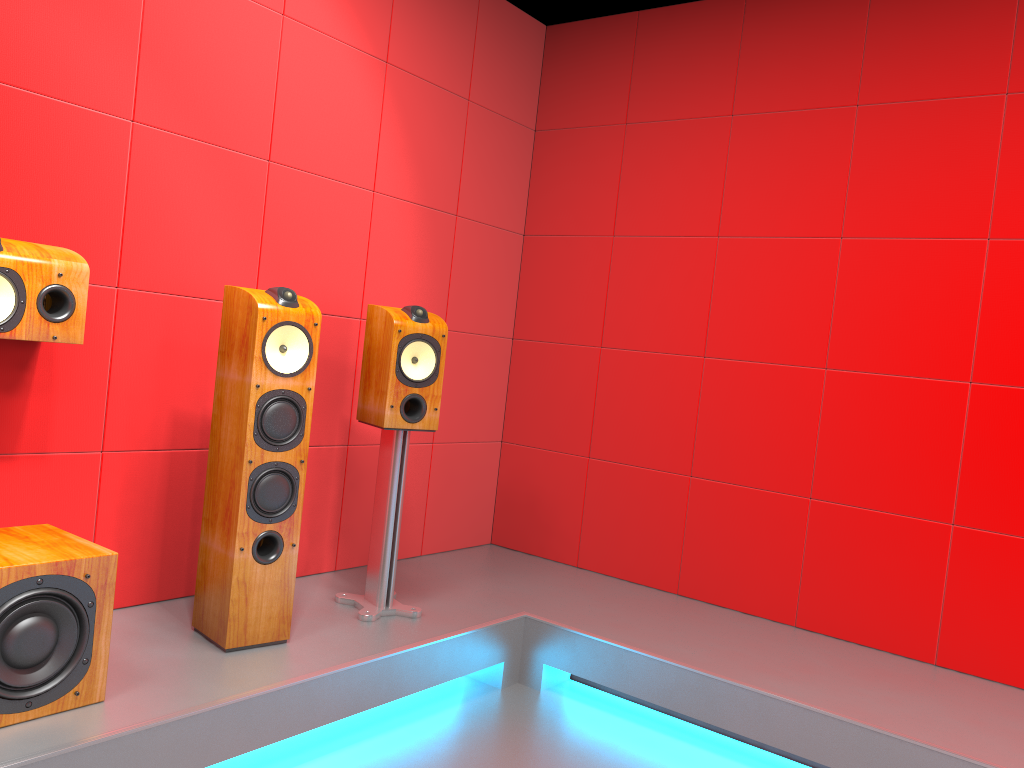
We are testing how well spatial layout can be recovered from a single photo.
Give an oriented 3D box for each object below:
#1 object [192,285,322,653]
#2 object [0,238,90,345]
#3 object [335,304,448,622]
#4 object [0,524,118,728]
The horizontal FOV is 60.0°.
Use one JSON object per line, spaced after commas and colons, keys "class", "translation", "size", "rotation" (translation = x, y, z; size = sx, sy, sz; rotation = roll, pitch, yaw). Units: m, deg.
{"class": "object", "translation": [-0.757, 0.235, 2.641], "size": [0.203, 1.052, 0.238], "rotation": [4, 3, -43]}
{"class": "object", "translation": [-1.369, -0.260, 2.239], "size": [0.235, 0.271, 0.493], "rotation": [8, 2, 37]}
{"class": "object", "translation": [-0.411, 0.255, 3.067], "size": [0.231, 1.058, 0.265], "rotation": [5, 2, -33]}
{"class": "object", "translation": [-1.196, 0.555, 2.072], "size": [0.360, 0.360, 0.360], "rotation": [8, 2, 37]}
